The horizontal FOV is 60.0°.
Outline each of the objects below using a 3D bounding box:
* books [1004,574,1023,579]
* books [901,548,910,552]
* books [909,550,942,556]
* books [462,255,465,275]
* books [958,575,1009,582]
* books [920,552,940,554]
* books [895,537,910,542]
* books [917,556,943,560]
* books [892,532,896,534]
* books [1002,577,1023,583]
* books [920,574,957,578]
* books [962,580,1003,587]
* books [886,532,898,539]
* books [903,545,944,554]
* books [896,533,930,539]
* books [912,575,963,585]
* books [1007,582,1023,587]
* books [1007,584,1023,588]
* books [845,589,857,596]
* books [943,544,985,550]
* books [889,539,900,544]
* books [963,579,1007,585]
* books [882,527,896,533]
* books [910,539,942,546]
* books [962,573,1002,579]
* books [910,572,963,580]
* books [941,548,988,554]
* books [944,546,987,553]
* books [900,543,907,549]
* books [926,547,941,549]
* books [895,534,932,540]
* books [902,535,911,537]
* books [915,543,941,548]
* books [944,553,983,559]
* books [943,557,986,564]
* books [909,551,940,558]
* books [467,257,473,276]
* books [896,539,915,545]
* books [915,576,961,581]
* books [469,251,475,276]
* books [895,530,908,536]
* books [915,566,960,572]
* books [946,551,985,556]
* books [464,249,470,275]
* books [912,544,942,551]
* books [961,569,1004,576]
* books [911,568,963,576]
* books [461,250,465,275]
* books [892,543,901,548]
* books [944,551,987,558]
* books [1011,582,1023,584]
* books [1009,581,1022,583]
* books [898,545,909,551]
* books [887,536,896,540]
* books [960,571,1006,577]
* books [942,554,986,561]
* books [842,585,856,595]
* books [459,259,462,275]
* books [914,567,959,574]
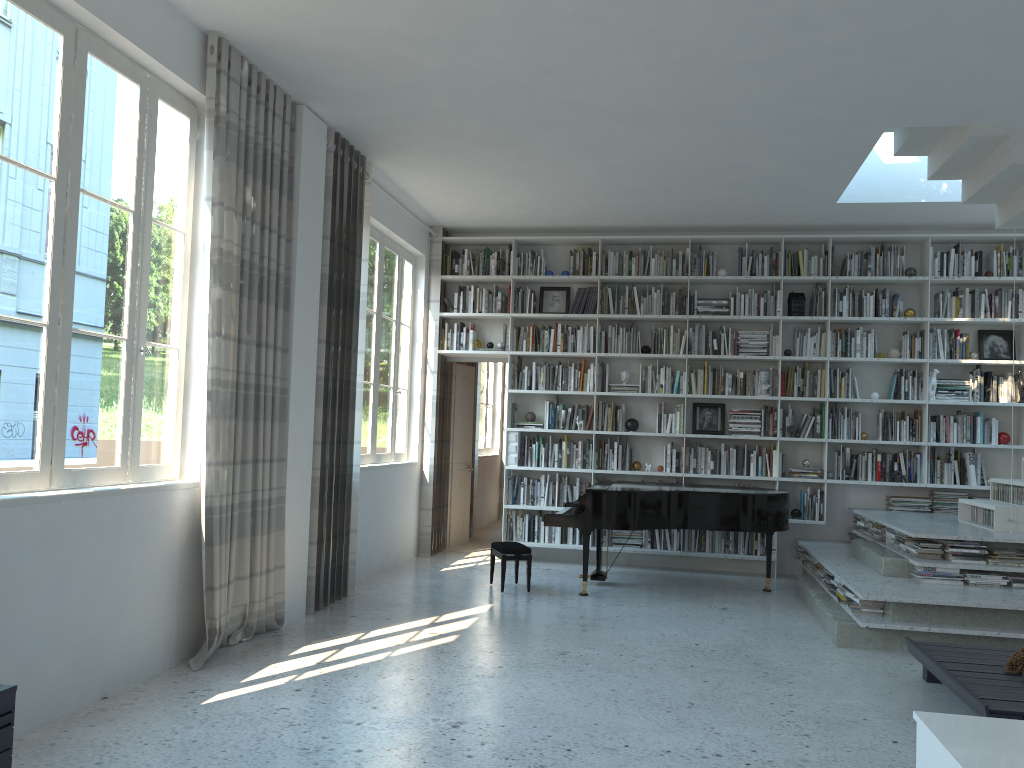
[{"bbox_3d":[3.381,1.266,5.808,0.275,0.009,0.176,1,-3,11],"label":"books"},{"bbox_3d":[2.907,1.202,6.408,0.142,0.020,0.231,1,-3,16],"label":"books"},{"bbox_3d":[2.860,1.163,6.137,0.152,0.015,0.208,2,-3,8],"label":"books"},{"bbox_3d":[-0.464,-1.160,8.870,0.024,0.227,0.157,2,-3,11],"label":"books"},{"bbox_3d":[3.109,1.282,5.863,0.272,0.012,0.158,2,-3,9],"label":"books"},{"bbox_3d":[2.867,1.153,6.136,0.134,0.006,0.227,1,-3,15],"label":"books"},{"bbox_3d":[2.897,1.126,6.414,0.187,0.009,0.250,1,-3,11],"label":"books"},{"bbox_3d":[2.868,1.189,6.134,0.144,0.009,0.250,1,-3,11],"label":"books"},{"bbox_3d":[2.966,1.125,6.712,0.145,0.017,0.208,2,-3,6],"label":"books"},{"bbox_3d":[3.386,1.279,5.797,0.287,0.018,0.190,2,-3,10],"label":"books"},{"bbox_3d":[2.829,1.267,5.908,0.210,0.012,0.168,1,-3,15],"label":"books"},{"bbox_3d":[3.109,1.315,5.865,0.208,0.015,0.152,2,-3,9],"label":"books"},{"bbox_3d":[2.955,1.148,6.713,0.174,0.029,0.250,2,-3,9],"label":"books"},{"bbox_3d":[2.847,1.143,6.140,0.184,0.014,0.297,2,-3,10],"label":"books"},{"bbox_3d":[2.902,1.100,6.414,0.171,0.007,0.260,2,-3,9],"label":"books"},{"bbox_3d":[2.825,1.302,5.894,0.262,0.023,0.200,2,-3,9],"label":"books"},{"bbox_3d":[3.386,1.311,5.798,0.250,0.018,0.177,1,-3,14],"label":"books"},{"bbox_3d":[3.389,1.326,5.818,0.249,0.009,0.144,2,-3,10],"label":"books"},{"bbox_3d":[2.236,1.324,5.631,0.176,0.010,0.266,2,-3,7],"label":"books"},{"bbox_3d":[3.060,1.100,6.007,0.221,0.018,0.154,1,-3,12],"label":"books"},{"bbox_3d":[2.960,1.189,6.710,0.167,0.024,0.192,1,-3,12],"label":"books"},{"bbox_3d":[3.107,1.297,5.851,0.232,0.019,0.169,2,-3,6],"label":"books"},{"bbox_3d":[2.944,1.109,6.717,0.192,0.014,0.256,2,-3,7],"label":"books"},{"bbox_3d":[2.865,1.098,6.139,0.149,0.014,0.228,2,-3,9],"label":"books"},{"bbox_3d":[3.112,1.268,5.874,0.211,0.018,0.134,1,-3,14],"label":"books"},{"bbox_3d":[2.830,1.281,5.914,0.285,0.008,0.159,2,-3,9],"label":"books"},{"bbox_3d":[3.058,1.128,6.002,0.260,0.009,0.153,1,-3,14],"label":"books"},{"bbox_3d":[3.055,1.115,5.981,0.230,0.015,0.190,1,-3,16],"label":"books"},{"bbox_3d":[2.910,1.171,6.409,0.155,0.028,0.189,1,-3,12],"label":"books"},{"bbox_3d":[2.894,1.120,6.132,0.091,0.011,0.190,2,-3,9],"label":"books"},{"bbox_3d":[2.900,1.109,6.414,0.168,0.013,0.281,2,-3,8],"label":"books"},{"bbox_3d":[2.902,1.092,6.415,0.170,0.008,0.208,1,-3,14],"label":"books"},{"bbox_3d":[2.868,1.110,6.138,0.132,0.009,0.269,1,-3,15],"label":"books"},{"bbox_3d":[3.059,1.164,6.010,0.207,0.012,0.131,2,-3,7],"label":"books"},{"bbox_3d":[3.055,1.189,5.990,0.216,0.015,0.177,2,-3,9],"label":"books"},{"bbox_3d":[2.853,1.178,6.137,0.161,0.014,0.212,1,-3,15],"label":"books"},{"bbox_3d":[-0.414,-1.149,8.840,0.030,0.206,0.175,2,-3,11],"label":"books"},{"bbox_3d":[2.901,1.143,6.412,0.177,0.026,0.230,1,-3,11],"label":"books"},{"bbox_3d":[2.829,1.288,5.914,0.264,0.006,0.164,1,-3,12],"label":"books"},{"bbox_3d":[-0.381,-1.177,8.829,0.057,0.262,0.191,2,-3,11],"label":"books"},{"bbox_3d":[2.888,1.077,6.418,0.189,0.022,0.238,1,-3,16],"label":"books"},{"bbox_3d":[2.831,1.226,5.912,0.234,0.025,0.157,2,-3,6],"label":"books"},{"bbox_3d":[3.058,1.138,5.999,0.210,0.012,0.168,1,-3,12],"label":"books"},{"bbox_3d":[-0.439,-1.188,8.856,0.028,0.283,0.189,2,-3,11],"label":"books"},{"bbox_3d":[2.872,1.131,6.136,0.137,0.012,0.242,1,-3,12],"label":"books"},{"bbox_3d":[3.112,1.247,5.872,0.220,0.013,0.149,2,-3,10],"label":"books"},{"bbox_3d":[2.830,1.255,5.913,0.292,0.012,0.159,1,-3,14],"label":"books"},{"bbox_3d":[-0.481,-1.188,8.866,0.010,0.281,0.160,2,-3,11],"label":"books"},{"bbox_3d":[2.967,1.223,6.707,0.132,0.016,0.262,1,-3,16],"label":"books"},{"bbox_3d":[3.055,1.150,5.988,0.215,0.013,0.189,2,-3,10],"label":"books"},{"bbox_3d":[3.387,1.299,5.805,0.254,0.005,0.161,2,-3,7],"label":"books"},{"bbox_3d":[3.391,1.294,5.822,0.273,0.009,0.129,1,-3,14],"label":"books"},{"bbox_3d":[2.904,1.188,6.409,0.154,0.007,0.293,1,-3,14],"label":"books"},{"bbox_3d":[2.949,1.170,6.713,0.178,0.015,0.187,1,-3,16],"label":"books"},{"bbox_3d":[3.111,1.256,5.869,0.242,0.005,0.152,1,-3,12],"label":"books"},{"bbox_3d":[3.058,1.176,6.005,0.227,0.013,0.148,2,-3,9],"label":"books"},{"bbox_3d":[2.229,1.312,5.633,0.192,0.014,0.256,2,-3,7],"label":"books"},{"bbox_3d":[-0.500,-1.145,8.884,0.031,0.195,0.145,2,-3,11],"label":"books"},{"bbox_3d":[2.833,1.244,5.925,0.257,0.010,0.132,1,-3,15],"label":"books"}]
